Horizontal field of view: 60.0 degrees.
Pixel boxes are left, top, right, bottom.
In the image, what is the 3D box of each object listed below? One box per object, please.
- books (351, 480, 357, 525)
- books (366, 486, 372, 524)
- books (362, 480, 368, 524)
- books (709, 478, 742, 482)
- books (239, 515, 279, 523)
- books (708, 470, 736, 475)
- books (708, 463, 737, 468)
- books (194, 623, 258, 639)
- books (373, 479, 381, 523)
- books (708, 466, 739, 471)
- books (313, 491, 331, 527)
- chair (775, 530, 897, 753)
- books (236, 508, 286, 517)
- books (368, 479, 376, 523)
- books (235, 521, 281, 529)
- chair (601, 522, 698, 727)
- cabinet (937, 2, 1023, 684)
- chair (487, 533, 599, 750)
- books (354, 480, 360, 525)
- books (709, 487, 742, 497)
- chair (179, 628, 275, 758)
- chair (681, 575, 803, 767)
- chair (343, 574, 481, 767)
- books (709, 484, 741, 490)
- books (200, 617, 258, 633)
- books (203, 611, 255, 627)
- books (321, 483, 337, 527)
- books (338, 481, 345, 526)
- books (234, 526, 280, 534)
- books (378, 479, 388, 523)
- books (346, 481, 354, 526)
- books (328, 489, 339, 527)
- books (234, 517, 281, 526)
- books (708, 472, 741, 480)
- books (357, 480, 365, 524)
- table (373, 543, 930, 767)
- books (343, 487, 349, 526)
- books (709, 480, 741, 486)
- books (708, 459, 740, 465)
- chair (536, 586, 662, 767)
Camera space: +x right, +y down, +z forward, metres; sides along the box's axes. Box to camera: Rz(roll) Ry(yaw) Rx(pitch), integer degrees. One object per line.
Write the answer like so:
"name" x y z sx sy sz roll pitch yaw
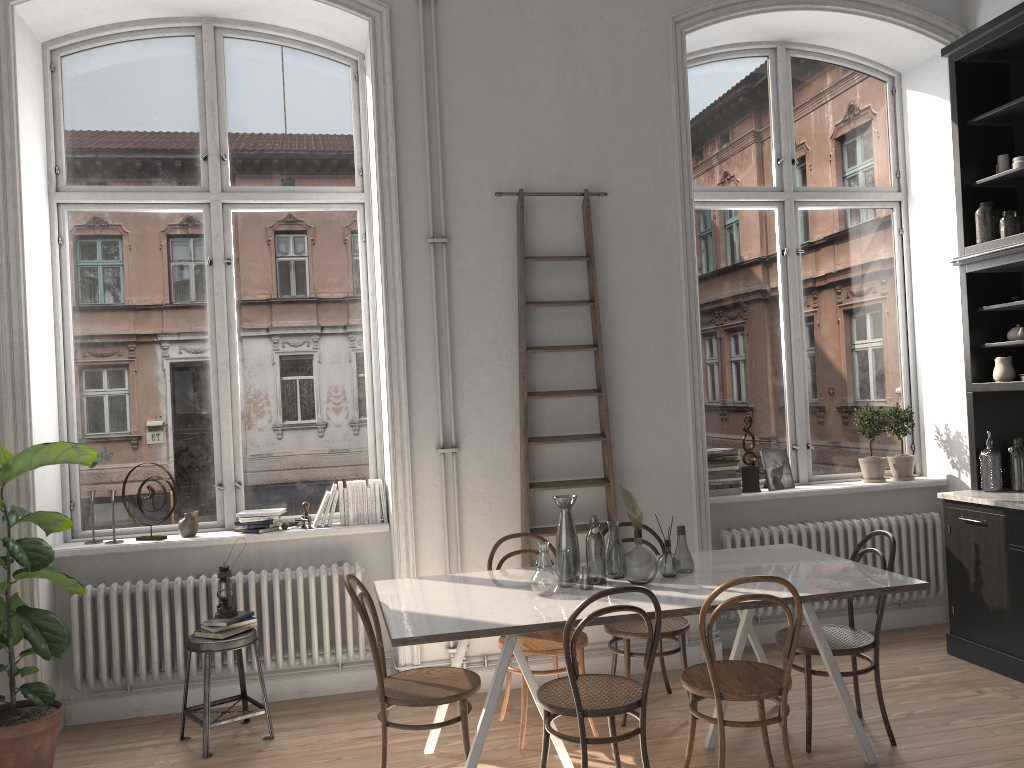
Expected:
"books" -0.920 0.688 5.155 0.019 0.243 0.174 -3 -1 -12
"books" -0.836 0.703 5.174 0.020 0.205 0.155 -3 -1 -12
"books" -0.859 0.685 5.168 0.019 0.243 0.174 -3 -1 -12
"books" 1.301 0.603 5.633 0.255 0.014 0.192 -3 -1 -9
"books" -1.434 0.756 5.014 0.205 0.020 0.155 -2 -1 -22
"books" 1.303 0.557 5.631 0.205 0.022 0.155 -3 -1 2
"books" 1.300 0.512 5.631 0.205 0.022 0.155 -2 -1 -17
"books" -1.434 1.229 4.454 0.194 0.034 0.246 -3 -1 28
"books" -0.790 0.682 5.186 0.024 0.243 0.175 -3 -1 -12
"books" 1.304 0.534 5.637 0.222 0.024 0.158 -3 -1 -12
"books" -1.097 0.719 5.120 0.105 0.194 0.155 -3 -1 -13
"chair" 1.501 1.157 4.109 0.549 0.920 0.438 -3 -1 0
"books" -1.421 0.731 5.038 0.244 0.019 0.174 -3 -1 -2
"books" -0.819 0.684 5.200 0.024 0.243 0.175 -3 -1 -12
"books" -1.439 0.800 5.025 0.205 0.022 0.155 -3 -1 8
"chair" 0.678 1.206 4.575 0.438 0.920 0.549 -3 -1 -5
"cabinet" 3.101 -0.262 3.711 0.635 3.583 3.251 -3 -1 -12
"chair" 0.136 1.229 4.375 0.438 0.920 0.549 -3 -1 -14
"books" -0.904 0.688 5.176 0.019 0.243 0.174 -3 -1 -12
"books" 1.295 0.678 5.616 0.248 0.043 0.192 -3 -1 -12
"chair" -1.430 1.504 4.416 0.364 0.522 0.360 -2 -1 -39
"chair" 0.908 1.175 3.546 0.438 0.920 0.549 -3 -1 -1
"chair" -0.405 1.243 3.713 0.549 0.920 0.438 -3 -1 -4
"books" 1.296 0.645 5.615 0.249 0.023 0.175 -3 -1 -17
"books" -1.424 1.203 4.460 0.232 0.029 0.163 -2 -1 -42
"books" -1.424 1.180 4.461 0.147 0.027 0.221 -3 -1 20
"books" -1.059 0.698 5.124 0.100 0.235 0.174 -3 -1 -12
"books" -0.993 0.692 5.162 0.024 0.243 0.175 -3 -1 -12
"books" -1.445 0.823 5.027 0.221 0.023 0.147 -4 -1 36
"books" -0.759 0.681 5.190 0.040 0.244 0.174 -3 -1 -12
"books" -0.939 0.689 5.142 0.024 0.243 0.175 -3 -1 -12
"books" -1.034 0.713 5.131 0.072 0.203 0.155 -3 -1 -12
"books" -1.438 0.778 5.025 0.221 0.023 0.147 -3 -1 4
"books" 1.298 0.582 5.634 0.245 0.028 0.193 -2 -1 -17
"books" -0.884 0.687 5.185 0.024 0.243 0.175 -3 -1 -12
"table" 0.545 1.270 3.944 2.200 0.779 1.100 -3 -1 -12
"books" -0.962 0.709 5.147 0.020 0.205 0.155 -3 -1 -12
"books" 1.295 0.622 5.616 0.249 0.023 0.175 -3 -1 -12
"books" 1.294 0.492 5.631 0.243 0.019 0.174 -3 -1 -12
"chair" 0.330 1.202 3.455 0.438 0.920 0.549 -3 -1 -17
